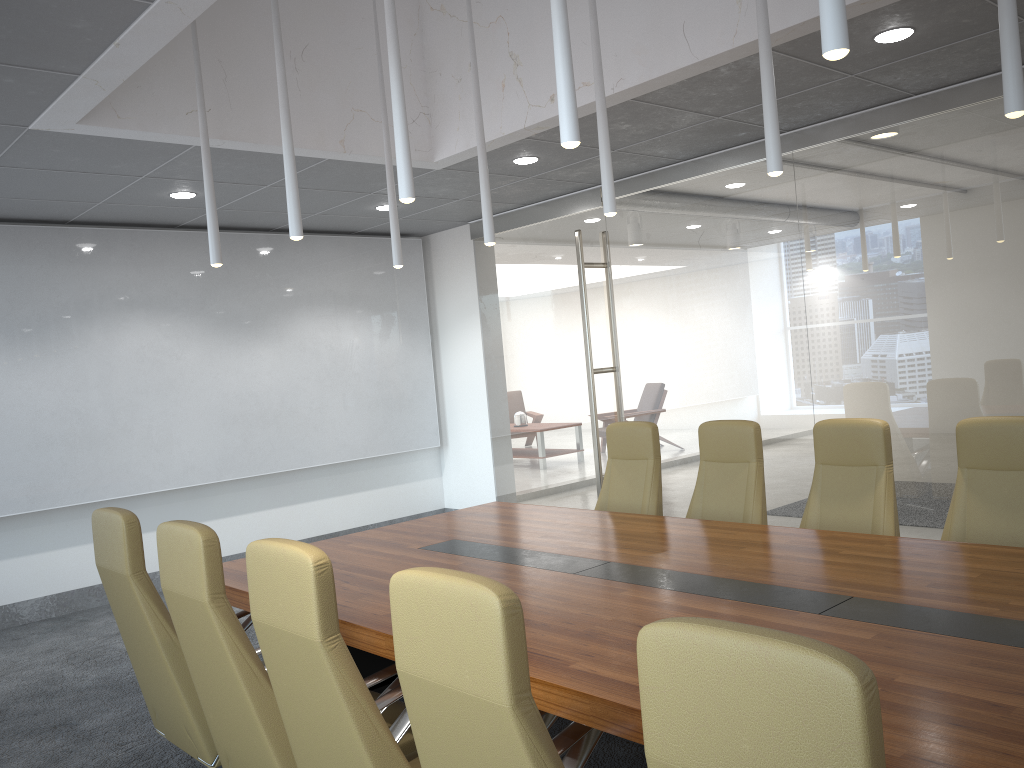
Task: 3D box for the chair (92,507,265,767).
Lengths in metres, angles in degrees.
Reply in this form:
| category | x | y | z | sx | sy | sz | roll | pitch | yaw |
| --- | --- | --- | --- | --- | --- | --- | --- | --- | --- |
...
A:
| category | x | y | z | sx | sy | sz | roll | pitch | yaw |
| --- | --- | --- | --- | --- | --- | --- | --- | --- | --- |
| chair | -1.351 | 1.207 | 4.173 | 0.955 | 1.406 | 0.711 | -6 | 2 | -42 |

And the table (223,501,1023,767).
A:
| category | x | y | z | sx | sy | sz | roll | pitch | yaw |
| --- | --- | --- | --- | --- | --- | --- | --- | --- | --- |
| table | 1.227 | 1.255 | 3.256 | 2.300 | 0.895 | 6.500 | -6 | 2 | -42 |

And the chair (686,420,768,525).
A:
| category | x | y | z | sx | sy | sz | roll | pitch | yaw |
| --- | --- | --- | --- | --- | --- | --- | --- | --- | --- |
| chair | 1.102 | 0.962 | 5.321 | 0.955 | 1.406 | 0.711 | -6 | 2 | -42 |

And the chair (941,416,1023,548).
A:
| category | x | y | z | sx | sy | sz | roll | pitch | yaw |
| --- | --- | --- | --- | --- | --- | --- | --- | --- | --- |
| chair | 2.170 | 0.895 | 4.125 | 0.955 | 1.406 | 0.711 | -6 | 2 | -42 |

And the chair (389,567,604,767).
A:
| category | x | y | z | sx | sy | sz | roll | pitch | yaw |
| --- | --- | --- | --- | --- | --- | --- | --- | --- | --- |
| chair | 0.237 | 1.107 | 2.394 | 0.955 | 1.406 | 0.711 | -6 | 2 | -42 |

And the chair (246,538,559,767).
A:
| category | x | y | z | sx | sy | sz | roll | pitch | yaw |
| --- | --- | --- | --- | --- | --- | --- | --- | --- | --- |
| chair | -0.305 | 1.141 | 3.001 | 0.955 | 1.406 | 0.711 | -6 | 2 | -42 |

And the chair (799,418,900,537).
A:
| category | x | y | z | sx | sy | sz | roll | pitch | yaw |
| --- | --- | --- | --- | --- | --- | --- | --- | --- | --- |
| chair | 1.640 | 0.928 | 4.718 | 0.955 | 1.406 | 0.711 | -6 | 2 | -42 |

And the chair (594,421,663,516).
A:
| category | x | y | z | sx | sy | sz | roll | pitch | yaw |
| --- | --- | --- | --- | --- | --- | --- | --- | --- | --- |
| chair | 0.570 | 0.996 | 5.917 | 0.955 | 1.406 | 0.711 | -6 | 2 | -42 |

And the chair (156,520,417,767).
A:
| category | x | y | z | sx | sy | sz | roll | pitch | yaw |
| --- | --- | --- | --- | --- | --- | --- | --- | --- | --- |
| chair | -0.821 | 1.174 | 3.579 | 0.955 | 1.406 | 0.711 | -6 | 2 | -42 |

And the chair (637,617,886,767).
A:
| category | x | y | z | sx | sy | sz | roll | pitch | yaw |
| --- | --- | --- | --- | --- | --- | --- | --- | --- | --- |
| chair | 0.772 | 1.073 | 1.795 | 0.955 | 1.406 | 0.711 | -6 | 2 | -42 |

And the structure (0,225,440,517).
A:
| category | x | y | z | sx | sy | sz | roll | pitch | yaw |
| --- | --- | --- | --- | --- | --- | --- | --- | --- | --- |
| structure | 1.109 | -0.503 | 3.255 | 6.600 | 2.466 | 13.989 | -6 | 2 | -42 |

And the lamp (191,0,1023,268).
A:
| category | x | y | z | sx | sy | sz | roll | pitch | yaw |
| --- | --- | --- | --- | --- | --- | --- | --- | --- | --- |
| lamp | 0.930 | -2.092 | 3.178 | 2.619 | 2.378 | 7.258 | -6 | 2 | -42 |
